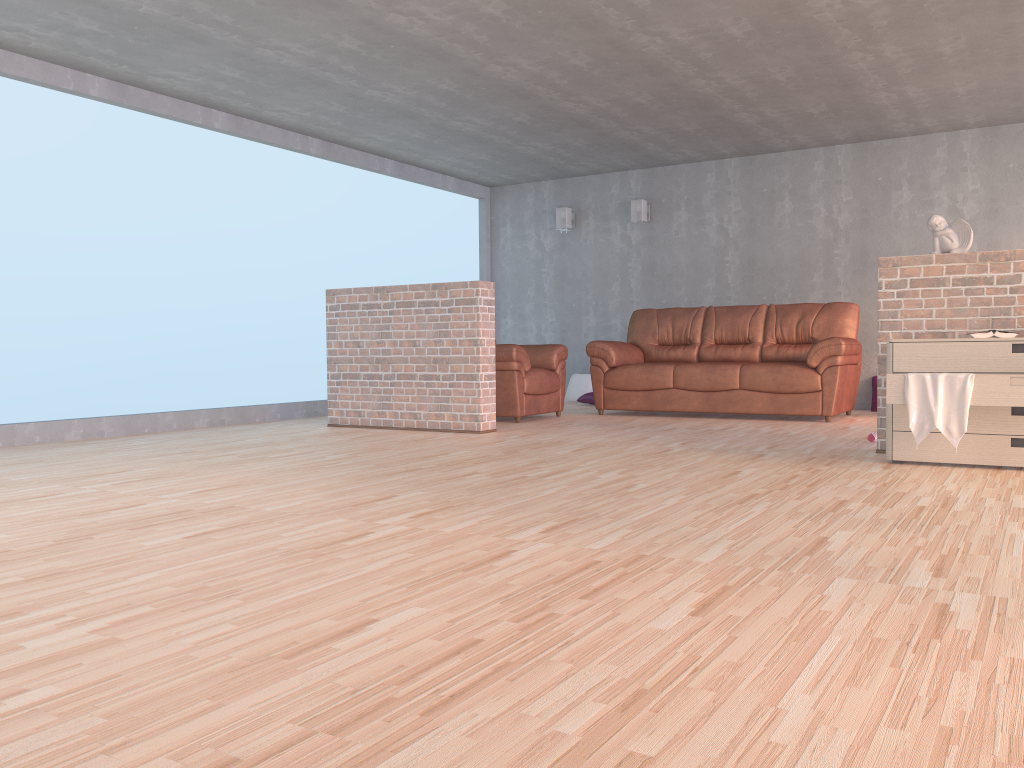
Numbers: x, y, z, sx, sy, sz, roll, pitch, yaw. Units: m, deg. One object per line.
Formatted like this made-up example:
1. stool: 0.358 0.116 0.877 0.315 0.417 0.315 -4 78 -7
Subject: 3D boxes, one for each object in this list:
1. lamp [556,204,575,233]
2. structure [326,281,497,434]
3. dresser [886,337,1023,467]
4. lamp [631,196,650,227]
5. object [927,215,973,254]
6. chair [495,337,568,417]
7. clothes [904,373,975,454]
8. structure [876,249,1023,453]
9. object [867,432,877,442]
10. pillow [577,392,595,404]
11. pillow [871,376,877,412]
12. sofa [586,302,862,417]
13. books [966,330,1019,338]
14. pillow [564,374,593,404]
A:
1. lamp: 0.577 -1.812 9.724 0.165 0.319 0.168 1 3 31
2. structure: -0.774 -0.195 6.564 1.422 1.057 0.211 1 3 31
3. dresser: 2.603 0.093 4.001 1.686 0.612 0.605 1 3 31
4. lamp: 1.337 -1.802 9.272 0.165 0.319 0.177 1 3 31
5. object: 2.307 -0.788 4.677 0.216 0.218 0.131 1 3 30
6. chair: -0.131 -0.192 7.542 0.936 0.879 0.970 1 3 30
7. clothes: 1.959 0.132 4.053 0.325 0.369 0.097 1 3 32
8. structure: 2.630 -0.149 4.515 1.422 1.057 0.211 1 3 31
9. object: 2.227 0.322 5.342 0.192 0.066 0.078 -1 2 -23
10. pillow: 0.917 0.145 9.248 0.365 0.130 0.392 -2 3 -39
11. pillow: 3.381 0.092 7.909 0.327 0.326 0.241 0 2 25
12. sofa: 1.821 -0.237 7.658 2.202 0.923 0.981 1 3 31
13. books: 2.307 -0.240 4.263 0.209 0.040 0.146 0 2 21
14. pillow: 0.740 0.055 9.529 0.327 0.326 0.241 1 3 35
